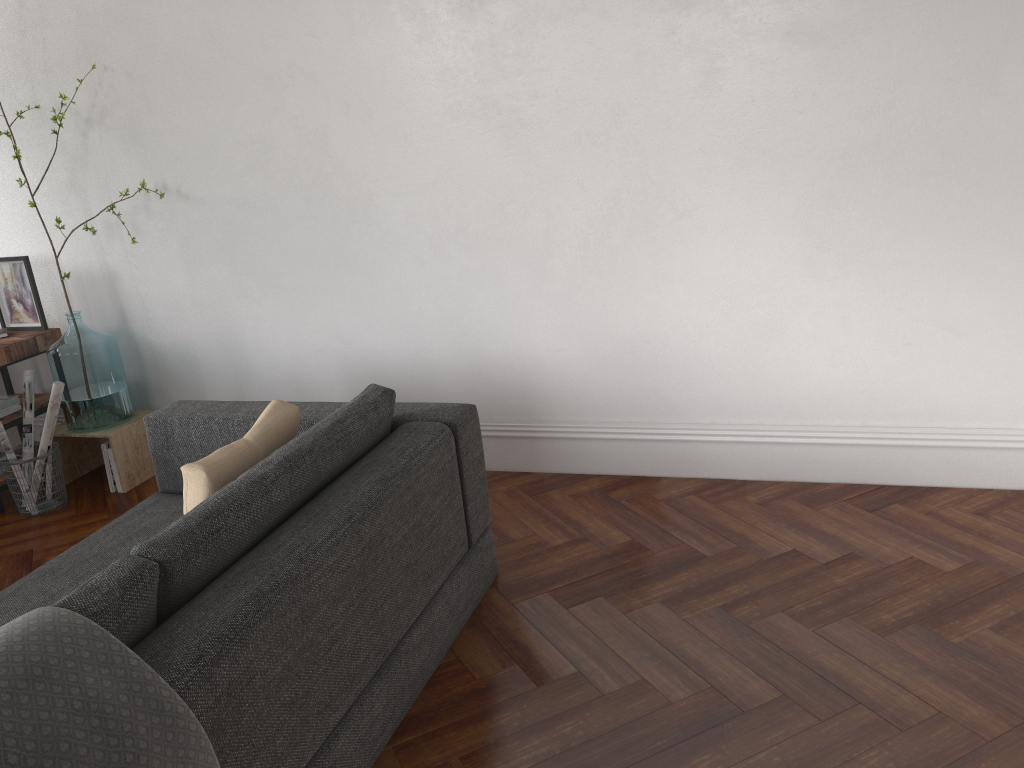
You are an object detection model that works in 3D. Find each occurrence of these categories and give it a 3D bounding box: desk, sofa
[{"bbox_3d":[-3.176,0.178,4.577,1.798,0.763,0.643,0,19,19],"label":"desk"},{"bbox_3d":[-1.090,0.730,2.091,1.262,0.834,2.628,0,19,19],"label":"sofa"}]

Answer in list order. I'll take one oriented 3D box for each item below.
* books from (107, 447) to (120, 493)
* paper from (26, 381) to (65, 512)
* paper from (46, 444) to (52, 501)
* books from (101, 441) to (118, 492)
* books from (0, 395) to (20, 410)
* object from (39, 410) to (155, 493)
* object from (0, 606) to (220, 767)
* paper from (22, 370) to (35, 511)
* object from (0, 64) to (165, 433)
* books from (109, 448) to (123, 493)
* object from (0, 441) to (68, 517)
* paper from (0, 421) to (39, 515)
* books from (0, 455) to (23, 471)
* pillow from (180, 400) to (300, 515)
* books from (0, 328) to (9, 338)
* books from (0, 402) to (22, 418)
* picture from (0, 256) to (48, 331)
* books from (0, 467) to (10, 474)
[{"bbox_3d":[-1.875,0.392,4.308,0.012,0.233,0.169,1,19,19],"label":"books"},{"bbox_3d":[-2.139,0.292,4.060,0.330,0.613,0.046,-6,18,1],"label":"paper"},{"bbox_3d":[-2.207,0.371,4.225,0.026,0.391,0.125,10,24,40],"label":"paper"},{"bbox_3d":[-1.903,0.378,4.321,0.054,0.259,0.186,1,19,20],"label":"books"},{"bbox_3d":[-2.558,0.118,4.230,0.225,0.038,0.307,0,18,20],"label":"books"},{"bbox_3d":[-2.023,0.338,4.439,0.435,0.318,0.339,0,19,19],"label":"object"},{"bbox_3d":[-0.846,0.692,1.321,0.400,0.390,0.747,0,19,19],"label":"object"},{"bbox_3d":[-2.288,0.267,4.195,0.047,0.630,0.292,-2,19,12],"label":"paper"},{"bbox_3d":[-1.960,-0.809,4.073,0.807,2.071,0.351,-6,18,1],"label":"object"},{"bbox_3d":[-1.863,0.392,4.304,0.012,0.233,0.169,1,19,19],"label":"books"},{"bbox_3d":[-2.226,0.458,4.154,0.260,0.307,0.259,-11,19,-14],"label":"object"},{"bbox_3d":[-2.261,0.388,4.048,0.073,0.482,0.033,-18,21,-31],"label":"paper"},{"bbox_3d":[-2.552,0.402,4.344,0.196,0.014,0.266,4,20,30],"label":"books"},{"bbox_3d":[-0.766,0.325,2.509,0.225,0.463,0.483,0,19,19],"label":"pillow"},{"bbox_3d":[-2.597,-0.234,4.355,0.213,0.031,0.128,-17,20,-31],"label":"books"},{"bbox_3d":[-2.550,0.155,4.231,0.225,0.038,0.307,0,18,19],"label":"books"},{"bbox_3d":[-2.475,-0.447,4.416,0.282,0.372,0.022,0,19,19],"label":"picture"},{"bbox_3d":[-2.551,0.416,4.349,0.196,0.014,0.266,0,18,18],"label":"books"}]
